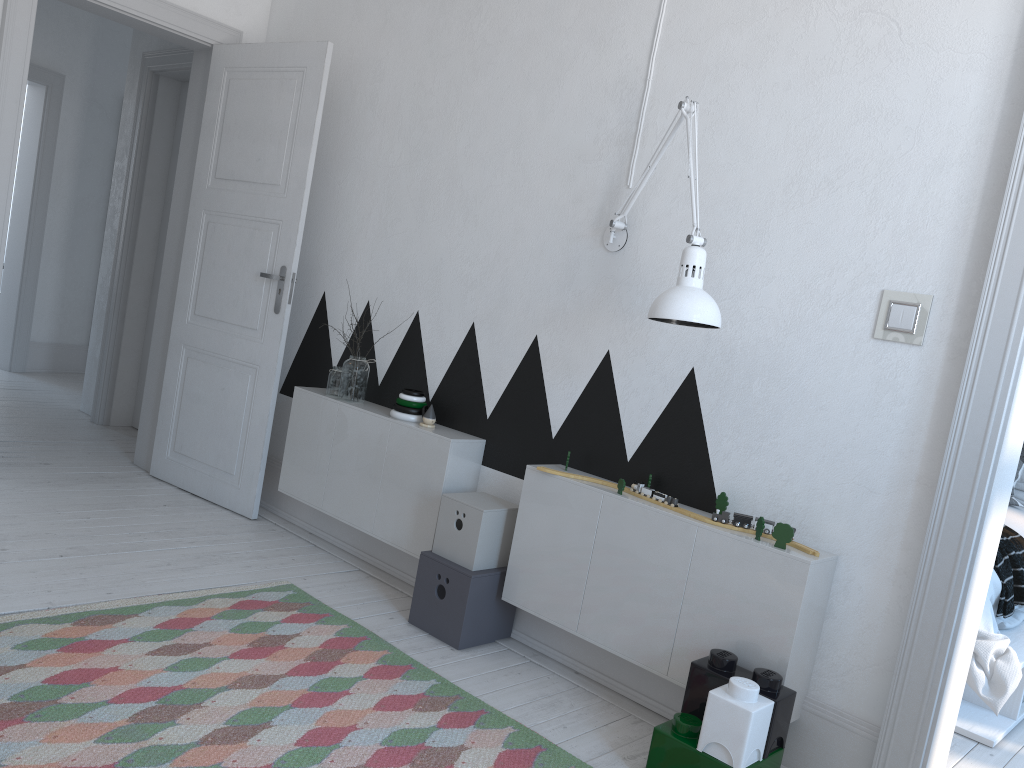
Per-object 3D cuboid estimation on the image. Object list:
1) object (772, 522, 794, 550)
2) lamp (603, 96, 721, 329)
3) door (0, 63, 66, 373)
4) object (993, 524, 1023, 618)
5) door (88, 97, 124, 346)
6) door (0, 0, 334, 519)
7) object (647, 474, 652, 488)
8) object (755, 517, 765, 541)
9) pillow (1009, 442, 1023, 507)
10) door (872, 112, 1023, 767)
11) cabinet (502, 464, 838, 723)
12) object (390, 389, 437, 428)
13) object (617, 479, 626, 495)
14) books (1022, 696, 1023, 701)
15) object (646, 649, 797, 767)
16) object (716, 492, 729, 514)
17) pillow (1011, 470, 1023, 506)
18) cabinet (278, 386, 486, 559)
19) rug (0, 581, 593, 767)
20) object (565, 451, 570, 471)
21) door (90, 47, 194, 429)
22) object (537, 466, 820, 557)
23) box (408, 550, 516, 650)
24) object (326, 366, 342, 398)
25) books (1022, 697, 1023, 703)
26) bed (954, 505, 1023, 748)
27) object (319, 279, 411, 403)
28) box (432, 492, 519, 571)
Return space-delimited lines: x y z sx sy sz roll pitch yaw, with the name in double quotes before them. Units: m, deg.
"object" 0.705 0.395 2.311 0.054 0.067 0.009 14 6 32
"lamp" 0.476 -0.509 2.626 0.200 0.656 0.650 9 5 -15
"door" -3.995 -1.234 6.193 0.856 2.179 1.005 13 6 27
"object" 1.243 0.531 4.009 2.046 0.322 0.619 15 6 41
"door" -2.921 -1.132 7.343 0.265 2.179 0.984 15 7 41
"door" -1.607 -0.588 3.773 1.039 2.179 1.023 15 7 41
"object" 0.422 0.309 2.731 0.007 0.063 0.029 11 5 4
"object" 0.660 0.384 2.360 0.007 0.063 0.029 8 5 -21
"pillow" 2.339 0.289 4.504 0.645 0.507 0.408 15 7 42
"door" 1.713 0.191 1.818 1.464 2.179 0.505 13 6 26
"cabinet" 0.419 0.581 2.634 0.969 0.455 0.183 15 7 41
"object" -0.351 0.089 3.369 0.230 0.113 0.148 13 6 31
"object" 0.327 0.307 2.653 0.006 0.046 0.037 8 5 -22
"books" 1.847 1.107 3.308 0.125 0.125 0.008 15 7 41
"object" 0.524 0.868 2.222 0.246 0.332 0.247 15 7 41
"object" 0.601 0.349 2.542 0.037 0.081 0.009 14 6 35
"pillow" 2.212 0.413 4.990 1.648 0.261 0.459 15 6 42
"cabinet" -0.544 0.329 3.507 0.969 0.455 0.183 15 7 41
"rug" -0.519 0.858 2.034 2.026 0.016 1.320 15 6 41
"object" 0.182 0.251 2.893 0.007 0.063 0.029 11 5 4
"door" -1.877 -0.739 4.966 0.980 2.179 0.261 15 7 41
"object" 0.468 0.338 2.589 0.901 0.047 0.111 14 6 36
"box" -0.158 0.724 3.024 0.250 0.259 0.255 15 7 41
"object" -0.715 -0.008 3.665 0.091 0.121 0.098 10 5 -10
"books" 1.801 1.103 3.256 0.125 0.125 0.161 15 7 41
"bed" 1.505 0.723 4.363 2.281 0.623 2.292 15 6 41
"object" -0.651 -0.174 3.573 0.405 0.484 0.258 15 7 40
"box" -0.115 0.496 3.016 0.199 0.206 0.202 15 7 41
